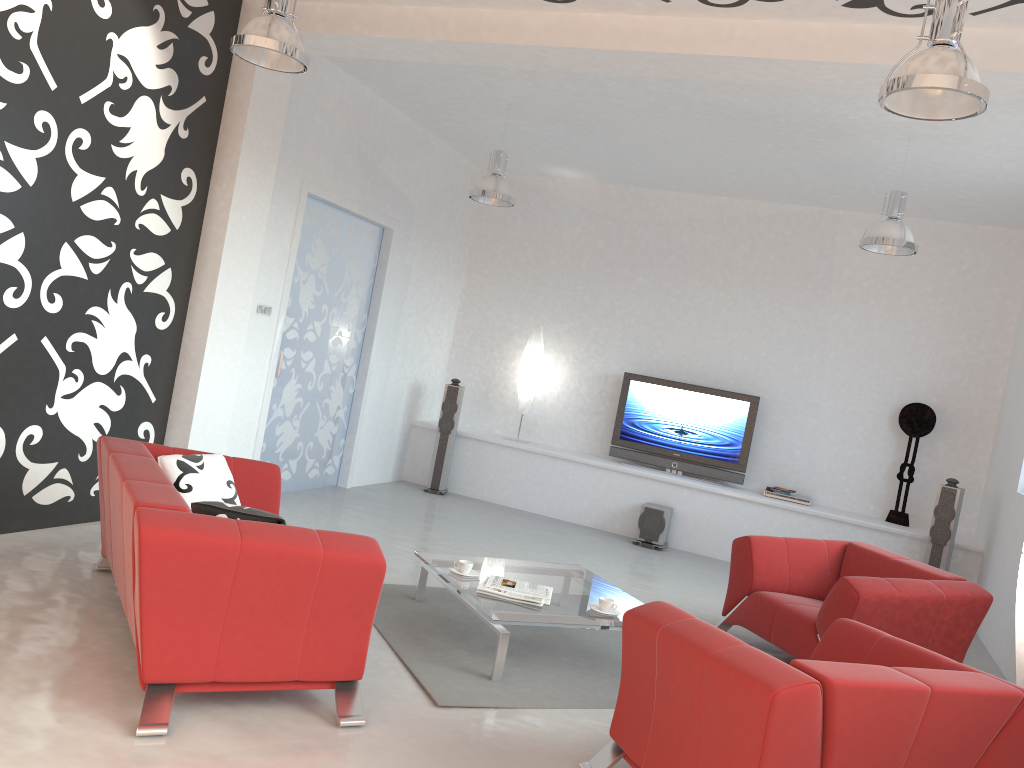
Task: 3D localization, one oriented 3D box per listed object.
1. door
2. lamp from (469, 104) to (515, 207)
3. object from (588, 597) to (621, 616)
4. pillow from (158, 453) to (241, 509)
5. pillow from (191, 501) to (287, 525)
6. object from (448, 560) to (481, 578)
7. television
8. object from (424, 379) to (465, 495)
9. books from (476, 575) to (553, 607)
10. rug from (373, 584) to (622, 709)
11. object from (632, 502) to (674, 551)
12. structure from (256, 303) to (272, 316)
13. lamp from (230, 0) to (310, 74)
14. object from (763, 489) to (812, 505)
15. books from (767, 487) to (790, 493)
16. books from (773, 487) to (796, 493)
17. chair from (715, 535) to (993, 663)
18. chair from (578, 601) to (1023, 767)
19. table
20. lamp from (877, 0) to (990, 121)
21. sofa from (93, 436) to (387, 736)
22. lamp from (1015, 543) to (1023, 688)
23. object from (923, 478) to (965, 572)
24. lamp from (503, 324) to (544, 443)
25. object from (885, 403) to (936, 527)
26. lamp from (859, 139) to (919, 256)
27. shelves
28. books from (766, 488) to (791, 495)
[{"bbox_3d":[-1.676,-0.320,7.680,0.240,2.550,1.600,11,2,20],"label":"door"},{"bbox_3d":[-0.093,-1.872,7.175,0.379,0.800,0.379,11,2,17],"label":"lamp"},{"bbox_3d":[0.476,1.132,4.529,0.153,0.069,0.153,10,2,-13],"label":"object"},{"bbox_3d":[-1.545,0.533,4.409,0.288,0.343,0.402,11,2,28],"label":"pillow"},{"bbox_3d":[-1.066,0.646,3.541,0.402,0.343,0.288,11,2,13],"label":"pillow"},{"bbox_3d":[-0.250,0.990,4.761,0.153,0.069,0.153,9,2,-43],"label":"object"},{"bbox_3d":[1.700,0.453,8.856,1.356,0.919,0.343,11,2,20],"label":"television"},{"bbox_3d":[-0.673,0.527,9.075,0.255,1.184,0.273,11,1,5],"label":"object"},{"bbox_3d":[0.031,1.065,4.583,0.367,0.035,0.345,11,2,10],"label":"books"},{"bbox_3d":[0.105,1.384,4.793,1.700,0.025,1.700,10,2,-25],"label":"rug"},{"bbox_3d":[1.331,1.336,8.338,0.336,0.374,0.337,11,2,20],"label":"object"},{"bbox_3d":[-1.872,-0.561,6.713,0.016,0.080,0.170,11,2,20],"label":"structure"},{"bbox_3d":[-1.121,-1.991,4.359,0.379,0.800,0.379,11,2,13],"label":"lamp"},{"bbox_3d":[2.640,1.077,8.484,0.430,0.045,0.352,11,2,20],"label":"object"},{"bbox_3d":[2.552,1.015,8.493,0.190,0.015,0.135,11,1,0],"label":"books"},{"bbox_3d":[2.600,1.010,8.471,0.190,0.015,0.135,12,2,30],"label":"books"},{"bbox_3d":[1.940,1.348,5.212,0.951,0.738,1.288,10,2,-20],"label":"chair"},{"bbox_3d":[1.050,1.235,3.135,1.288,0.738,0.951,10,2,-20],"label":"chair"},{"bbox_3d":[0.143,1.243,4.794,1.097,0.286,1.162,10,2,-25],"label":"table"},{"bbox_3d":[1.650,-1.442,3.323,0.379,0.800,0.379,9,2,-41],"label":"lamp"},{"bbox_3d":[-1.327,0.765,3.967,0.951,0.738,1.929,10,2,-30],"label":"sofa"},{"bbox_3d":[2.361,0.933,3.858,0.313,1.779,0.313,11,2,12],"label":"lamp"},{"bbox_3d":[3.605,1.375,7.471,0.255,1.184,0.273,12,2,35],"label":"object"},{"bbox_3d":[0.170,-0.011,9.346,0.263,1.239,0.263,11,2,12],"label":"lamp"},{"bbox_3d":[3.642,0.730,8.135,0.108,1.130,0.331,9,2,-45],"label":"object"},{"bbox_3d":[2.679,-1.323,6.139,0.379,0.800,0.379,10,2,-30],"label":"lamp"},{"bbox_3d":[1.575,0.925,8.757,5.500,0.050,0.650,11,2,20],"label":"shelves"},{"bbox_3d":[2.549,1.030,8.491,0.190,0.015,0.135,10,2,-15],"label":"books"}]
